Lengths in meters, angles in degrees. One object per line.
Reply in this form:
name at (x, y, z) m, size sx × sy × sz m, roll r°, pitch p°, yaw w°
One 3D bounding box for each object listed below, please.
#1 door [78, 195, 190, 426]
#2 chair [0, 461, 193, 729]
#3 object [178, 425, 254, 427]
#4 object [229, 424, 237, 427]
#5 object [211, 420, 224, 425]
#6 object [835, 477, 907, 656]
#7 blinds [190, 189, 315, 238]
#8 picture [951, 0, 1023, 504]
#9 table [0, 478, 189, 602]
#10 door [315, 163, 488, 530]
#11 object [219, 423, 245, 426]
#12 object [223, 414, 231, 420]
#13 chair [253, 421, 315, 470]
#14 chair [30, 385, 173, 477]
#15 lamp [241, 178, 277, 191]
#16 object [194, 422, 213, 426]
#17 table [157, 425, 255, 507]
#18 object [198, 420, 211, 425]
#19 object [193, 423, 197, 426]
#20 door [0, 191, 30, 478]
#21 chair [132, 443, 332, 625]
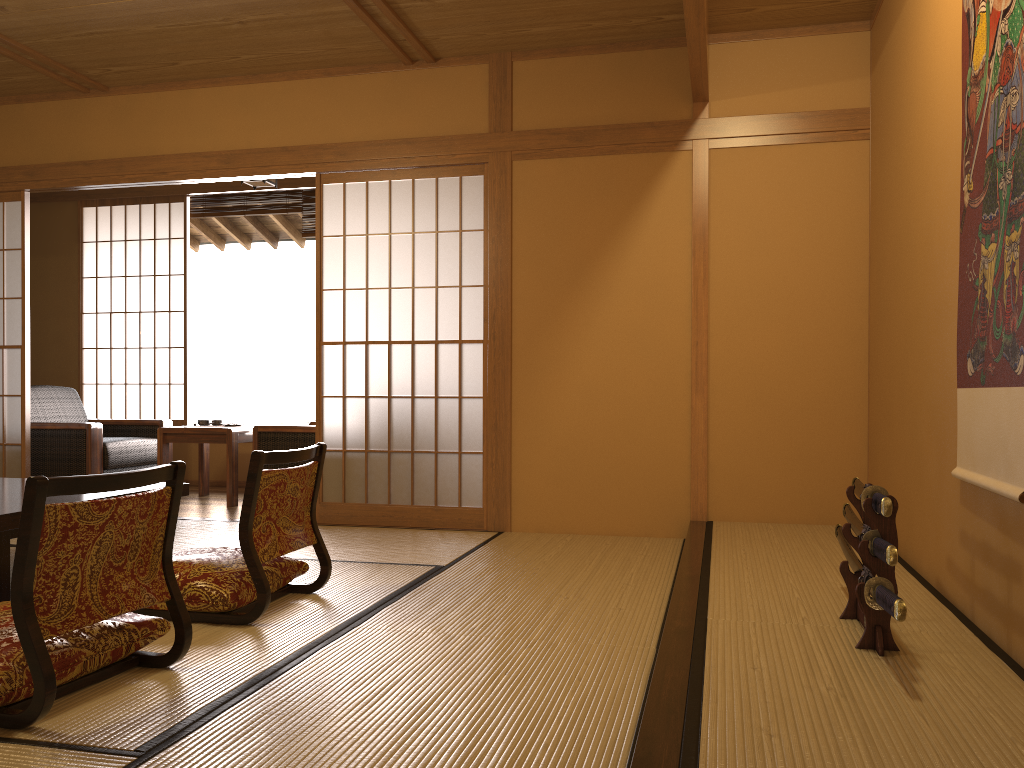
door at (-3.028, -0.548, 7.087) m, size 0.992 × 1.873 × 0.040 m, roll 0°, pitch 1°, yaw 13°
chair at (-1.231, 0.473, 2.216) m, size 0.686 × 0.546 × 0.582 m, roll 0°, pitch 0°, yaw 17°
object at (-1.974, 0.282, 5.944) m, size 0.401 × 0.003 × 0.300 m, roll 0°, pitch -1°, yaw 13°
object at (-1.833, 0.271, 5.829) m, size 0.050 × 0.018 × 0.015 m, roll 0°, pitch 0°, yaw 0°
object at (-2.003, 0.263, 6.036) m, size 0.084 × 0.037 × 0.084 m, roll 0°, pitch 0°, yaw 5°
object at (0.948, 0.461, 2.373) m, size 0.104 × 0.398 × 1.021 m, roll 0°, pitch 0°, yaw 13°
blinds at (-1.607, -1.419, 6.805) m, size 1.932 × 0.594 × 0.048 m, roll 0°, pitch 1°, yaw 13°
picture at (1.231, -0.734, 2.282) m, size 0.034 × 2.012 × 0.648 m, roll 0°, pitch 0°, yaw 14°
table at (-1.913, 0.577, 3.244) m, size 0.994 × 0.357 × 0.995 m, roll 0°, pitch 0°, yaw 13°
door at (-0.600, -0.195, 4.808) m, size 0.992 × 1.934 × 0.040 m, roll 0°, pitch 1°, yaw 13°
object at (-1.874, 0.274, 5.940) m, size 0.131 × 0.015 × 0.181 m, roll 0°, pitch -1°, yaw -32°
object at (-1.979, 0.241, 6.046) m, size 0.117 × 0.068 × 0.038 m, roll 0°, pitch 0°, yaw -21°
chair at (-1.052, 0.397, 5.690) m, size 0.943 × 0.779 × 0.872 m, roll 0°, pitch 0°, yaw 13°
chair at (-2.994, 0.397, 6.147) m, size 0.943 × 0.779 × 0.872 m, roll 0°, pitch 0°, yaw 13°
lamp at (-1.654, -1.628, 5.804) m, size 0.330 × 0.682 × 0.330 m, roll 0°, pitch 0°, yaw 13°
object at (-2.064, 0.268, 5.934) m, size 0.130 × 0.026 × 0.038 m, roll 0°, pitch 0°, yaw -2°
table at (-1.976, 0.533, 5.947) m, size 0.540 × 0.500 × 0.540 m, roll 0°, pitch 0°, yaw 13°
object at (-2.101, 0.263, 6.057) m, size 0.084 × 0.037 × 0.084 m, roll 0°, pitch -1°, yaw 41°
object at (-2.135, 0.272, 5.967) m, size 0.015 × 0.018 × 0.050 m, roll 0°, pitch 0°, yaw -35°
door at (-3.409, -0.195, 5.470) m, size 0.992 × 1.934 × 0.040 m, roll 0°, pitch 1°, yaw 13°
chair at (-1.040, 0.482, 3.047) m, size 0.699 × 0.546 × 0.582 m, roll 0°, pitch 0°, yaw 12°
